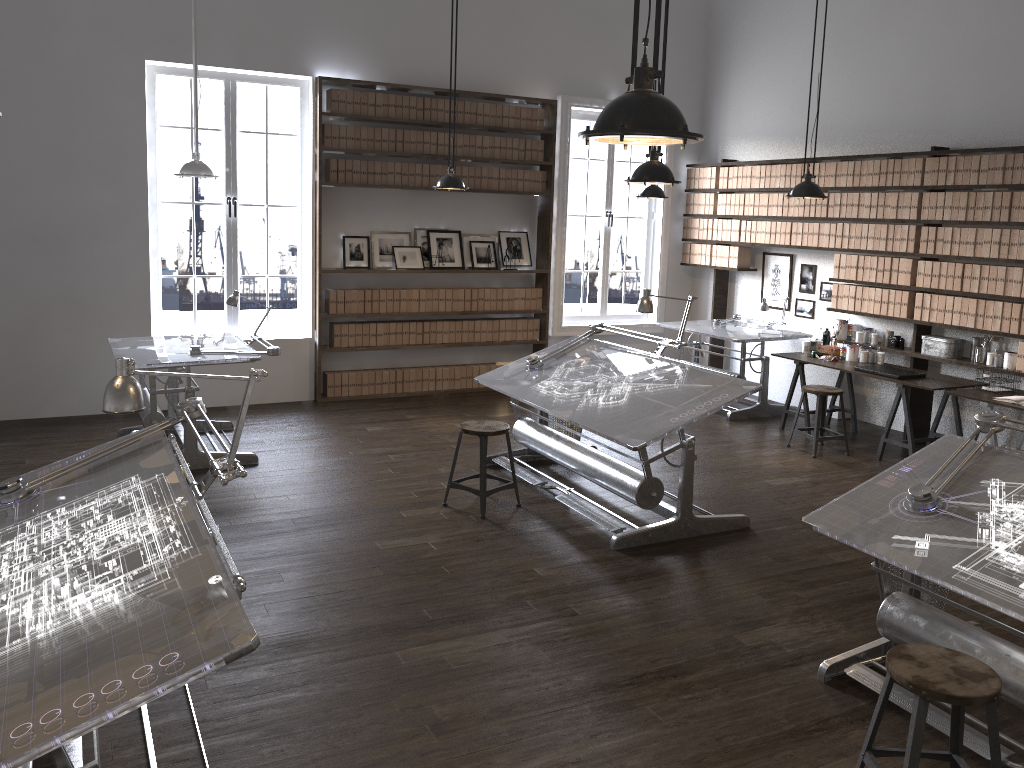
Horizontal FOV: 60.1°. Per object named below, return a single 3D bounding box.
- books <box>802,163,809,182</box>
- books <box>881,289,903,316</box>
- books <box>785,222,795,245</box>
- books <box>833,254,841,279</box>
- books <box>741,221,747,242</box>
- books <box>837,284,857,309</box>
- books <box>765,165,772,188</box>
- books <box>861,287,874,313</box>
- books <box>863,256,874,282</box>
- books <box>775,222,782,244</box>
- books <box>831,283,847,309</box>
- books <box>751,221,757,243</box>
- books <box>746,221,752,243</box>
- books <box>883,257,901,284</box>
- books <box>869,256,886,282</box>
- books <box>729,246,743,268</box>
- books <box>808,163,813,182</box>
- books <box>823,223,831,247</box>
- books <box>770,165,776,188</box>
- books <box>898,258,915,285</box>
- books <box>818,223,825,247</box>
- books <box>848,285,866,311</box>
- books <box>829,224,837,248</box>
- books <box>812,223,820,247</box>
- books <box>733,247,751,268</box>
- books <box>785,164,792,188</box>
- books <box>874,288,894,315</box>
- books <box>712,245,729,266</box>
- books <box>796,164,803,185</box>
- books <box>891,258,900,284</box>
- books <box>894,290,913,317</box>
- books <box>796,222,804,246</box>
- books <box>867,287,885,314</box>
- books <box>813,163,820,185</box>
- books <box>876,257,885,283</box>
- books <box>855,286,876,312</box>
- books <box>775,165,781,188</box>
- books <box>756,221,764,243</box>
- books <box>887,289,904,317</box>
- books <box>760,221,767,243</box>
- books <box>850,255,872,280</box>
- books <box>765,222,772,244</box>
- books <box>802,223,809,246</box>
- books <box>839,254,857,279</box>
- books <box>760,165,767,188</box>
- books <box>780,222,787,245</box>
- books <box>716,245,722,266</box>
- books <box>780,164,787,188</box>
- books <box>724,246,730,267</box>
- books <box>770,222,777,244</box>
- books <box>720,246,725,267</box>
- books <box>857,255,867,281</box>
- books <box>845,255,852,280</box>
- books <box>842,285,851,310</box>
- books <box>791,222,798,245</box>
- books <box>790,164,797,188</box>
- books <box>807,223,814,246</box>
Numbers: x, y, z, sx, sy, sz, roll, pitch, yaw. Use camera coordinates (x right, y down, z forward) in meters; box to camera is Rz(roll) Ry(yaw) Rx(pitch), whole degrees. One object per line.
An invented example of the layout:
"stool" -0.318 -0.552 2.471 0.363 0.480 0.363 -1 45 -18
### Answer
"books" 2.831 -1.970 8.388 0.175 0.224 0.067 -3 9 -27
"books" 3.265 -0.703 7.614 0.175 0.224 0.067 -3 9 -27
"books" 2.745 -1.455 8.595 0.175 0.224 0.067 -3 9 -27
"books" 3.021 -1.073 8.075 0.175 0.224 0.067 -3 9 -27
"books" 2.459 -1.573 9.160 0.175 0.224 0.067 -3 9 -27
"books" 3.049 -0.793 8.049 0.175 0.224 0.067 -3 9 -27
"books" 2.615 -2.060 8.819 0.175 0.224 0.067 -3 9 -27
"books" 3.175 -0.743 7.807 0.174 0.224 0.067 -3 9 -27
"books" 3.179 -1.010 7.777 0.174 0.224 0.067 -3 9 -27
"books" 2.685 -1.481 8.720 0.175 0.224 0.067 -3 9 -27
"books" 3.015 -0.805 8.105 0.175 0.224 0.067 -3 9 -27
"books" 2.529 -1.545 9.027 0.175 0.224 0.067 -3 9 -27
"books" 2.494 -1.558 9.087 0.175 0.224 0.067 -3 9 -27
"books" 3.272 -0.970 7.583 0.175 0.224 0.067 -3 9 -27
"books" 3.207 -0.997 7.712 0.174 0.224 0.067 -3 9 -27
"books" 2.381 -1.337 9.341 0.174 0.224 0.067 -3 9 -27
"books" 2.869 -1.956 8.324 0.175 0.224 0.067 -3 9 -27
"books" 2.966 -1.365 8.169 0.175 0.224 0.067 -3 9 -27
"books" 2.648 -2.047 8.759 0.174 0.224 0.067 -3 9 -27
"books" 3.343 -0.943 7.452 0.175 0.224 0.067 -3 9 -27
"books" 2.939 -1.377 8.225 0.175 0.224 0.067 -3 9 -27
"books" 3.107 -0.768 7.928 0.175 0.224 0.067 -3 9 -27
"books" 2.996 -1.352 8.104 0.175 0.224 0.067 -3 9 -27
"books" 2.904 -1.389 8.282 0.175 0.224 0.067 -3 9 -27
"books" 2.411 -1.324 9.278 0.175 0.224 0.067 -3 9 -27
"books" 2.738 -2.007 8.566 0.175 0.224 0.067 -3 9 -27
"books" 3.233 -0.716 7.678 0.175 0.224 0.067 -3 9 -27
"books" 2.254 -1.387 9.578 0.175 0.224 0.067 -3 9 -27
"books" 2.802 -1.984 8.456 0.175 0.224 0.067 -3 9 -27
"books" 3.311 -0.957 7.520 0.175 0.224 0.067 -3 9 -27
"books" 3.329 -0.679 7.504 0.175 0.224 0.067 -3 9 -27
"books" 2.812 -1.428 8.467 0.174 0.224 0.067 -3 9 -27
"books" 3.203 -0.730 7.743 0.174 0.224 0.067 -3 9 -27
"books" 2.897 -1.943 8.259 0.174 0.224 0.067 -3 9 -27
"books" 3.244 -0.984 7.652 0.175 0.224 0.067 -3 9 -27
"books" 3.142 -0.755 7.867 0.175 0.224 0.067 -3 9 -27
"books" 2.676 -2.034 8.695 0.174 0.224 0.067 -3 9 -27
"books" 2.563 -1.532 8.966 0.174 0.224 0.067 -3 9 -27
"books" 3.298 -0.691 7.560 0.175 0.224 0.067 -3 9 -27
"books" 2.590 -1.519 8.903 0.174 0.224 0.067 -3 9 -27
"books" 3.112 -1.035 7.896 0.175 0.224 0.067 -3 9 -27
"books" 2.620 -1.505 8.838 0.175 0.224 0.067 -3 9 -27
"books" 2.847 -1.415 8.406 0.174 0.224 0.067 -3 9 -27
"books" 3.056 -1.059 8.012 0.175 0.224 0.067 -3 9 -27
"books" 2.580 -2.073 8.880 0.175 0.224 0.067 -3 9 -27
"books" 2.717 -1.469 8.663 0.175 0.224 0.067 -3 9 -27
"books" 2.288 -1.374 9.515 0.175 0.224 0.067 -3 9 -27
"books" 2.705 -2.021 8.630 0.175 0.224 0.067 -3 9 -27
"books" 2.344 -1.349 9.399 0.175 0.224 0.067 -3 9 -27
"books" 2.653 -1.492 8.774 0.175 0.224 0.067 -3 9 -27
"books" 2.318 -1.362 9.460 0.175 0.224 0.067 -3 9 -27
"books" 3.147 -1.023 7.839 0.175 0.224 0.067 -3 9 -27
"books" 3.086 -1.048 7.957 0.175 0.224 0.067 -3 9 -27
"books" 3.076 -0.782 7.992 0.175 0.224 0.067 -3 9 -27
"books" 2.784 -1.441 8.532 0.175 0.224 0.067 -3 9 -27
"books" 2.770 -1.996 8.512 0.175 0.224 0.067 -3 9 -27
"books" 2.879 -1.402 8.344 0.175 0.224 0.067 -3 9 -27
